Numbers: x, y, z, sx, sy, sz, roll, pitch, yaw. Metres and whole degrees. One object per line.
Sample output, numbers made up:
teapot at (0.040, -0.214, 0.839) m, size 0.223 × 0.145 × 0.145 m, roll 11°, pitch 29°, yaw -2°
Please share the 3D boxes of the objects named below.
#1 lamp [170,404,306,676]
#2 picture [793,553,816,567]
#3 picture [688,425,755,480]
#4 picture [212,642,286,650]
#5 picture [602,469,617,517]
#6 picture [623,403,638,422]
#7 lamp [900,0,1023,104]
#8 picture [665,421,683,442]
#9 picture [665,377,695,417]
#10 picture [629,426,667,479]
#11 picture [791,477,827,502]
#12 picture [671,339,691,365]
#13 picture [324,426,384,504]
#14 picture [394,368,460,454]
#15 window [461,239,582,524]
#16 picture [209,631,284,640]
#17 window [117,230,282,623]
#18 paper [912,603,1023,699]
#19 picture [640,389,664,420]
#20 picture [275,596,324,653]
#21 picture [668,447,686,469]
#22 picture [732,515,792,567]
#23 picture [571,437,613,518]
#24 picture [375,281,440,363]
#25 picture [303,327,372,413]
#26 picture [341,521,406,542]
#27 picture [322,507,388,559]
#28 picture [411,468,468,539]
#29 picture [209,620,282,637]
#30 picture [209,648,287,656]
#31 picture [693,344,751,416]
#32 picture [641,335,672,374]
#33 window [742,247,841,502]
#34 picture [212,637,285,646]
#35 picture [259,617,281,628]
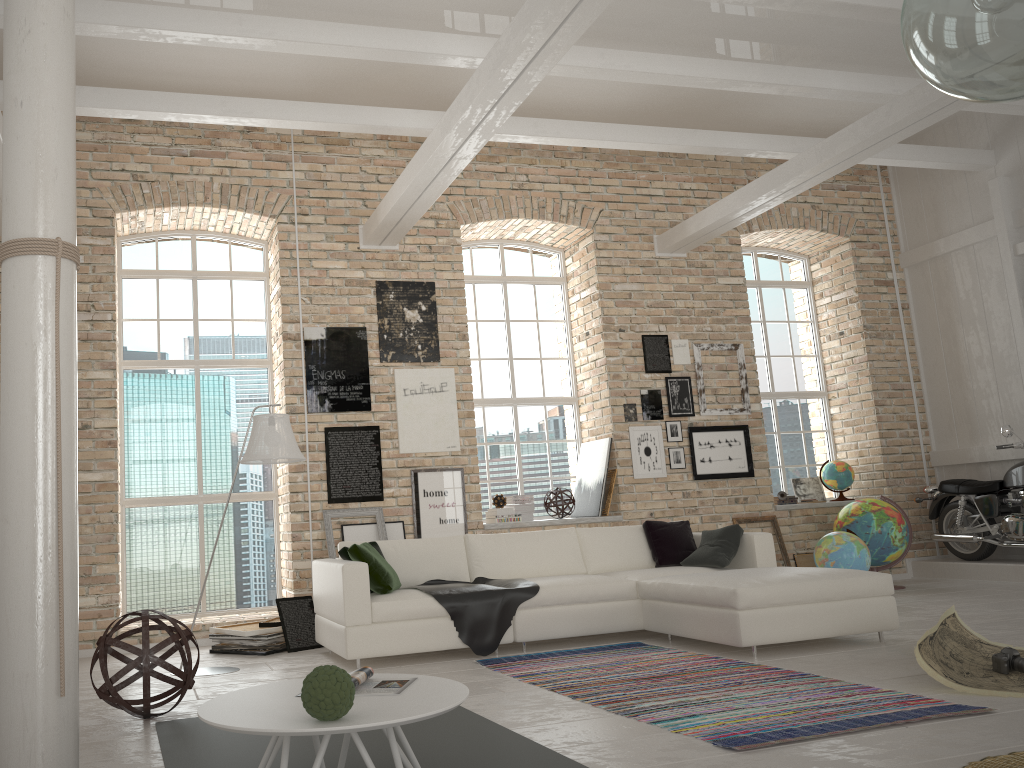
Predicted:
lamp at (-1.869, 1.043, 6.114) m, size 1.039 × 1.779 × 0.433 m, roll -7°, pitch -9°, yaw 16°
picture at (3.011, 1.895, 9.042) m, size 0.258 × 0.351 × 0.099 m, roll -2°, pitch -10°, yaw -17°
picture at (2.114, 0.690, 9.021) m, size 0.687 × 0.536 × 0.032 m, roll -1°, pitch -10°, yaw -16°
picture at (-1.930, 2.034, 7.096) m, size 0.611 × 0.048 × 0.751 m, roll -6°, pitch -9°, yaw 15°
picture at (0.901, 1.078, 8.766) m, size 0.166 × 0.461 × 0.377 m, roll -1°, pitch -9°, yaw -23°
picture at (1.173, 0.283, 8.828) m, size 0.130 × 0.179 × 0.009 m, roll -3°, pitch -9°, yaw -11°
lamp at (1.278, -1.526, 2.453) m, size 0.498 × 1.602 × 0.505 m, roll -4°, pitch -9°, yaw -6°
picture at (1.622, 0.476, 8.925) m, size 0.169 × 0.213 × 0.012 m, roll -2°, pitch -10°, yaw -17°
picture at (1.698, 0.129, 9.002) m, size 0.281 × 0.410 × 0.010 m, roll -2°, pitch -10°, yaw -17°
picture at (1.342, 0.671, 8.802) m, size 0.352 × 0.515 × 0.014 m, roll -2°, pitch -10°, yaw -17°
picture at (3.332, 1.198, 10.007) m, size 0.378 × 0.293 × 0.070 m, roll -1°, pitch -10°, yaw -17°
picture at (1.725, -0.327, 9.102) m, size 0.187 × 0.259 × 0.012 m, roll -2°, pitch -10°, yaw -17°
picture at (-1.421, 0.722, 8.007) m, size 0.492 × 0.682 × 0.067 m, roll -2°, pitch -10°, yaw -17°
picture at (-0.787, 0.243, 8.259) m, size 0.568 × 0.786 × 0.038 m, roll -2°, pitch -10°, yaw -17°
window at (2.242, -0.994, 3.965) m, size 1.370 × 2.995 × 11.888 m, roll -1°, pitch -9°, yaw -23°
picture at (-1.922, 1.956, 7.097) m, size 0.622 × 0.048 × 0.737 m, roll -8°, pitch -9°, yaw 27°
window at (-0.707, -0.611, 3.033) m, size 1.370 × 3.663 × 11.888 m, roll -1°, pitch -9°, yaw -23°
paper at (2.677, 1.264, 4.321) m, size 1.129 × 0.266 × 1.371 m, roll -9°, pitch -10°, yaw 34°
picture at (1.398, 0.208, 8.907) m, size 0.221 × 0.307 × 0.015 m, roll -2°, pitch -10°, yaw -17°
picture at (-1.630, 1.845, 6.859) m, size 0.308 × 0.405 × 0.204 m, roll 3°, pitch -12°, yaw -41°
picture at (1.645, 0.740, 8.883) m, size 0.169 × 0.213 × 0.012 m, roll -2°, pitch -10°, yaw -17°
picture at (2.513, 1.693, 8.848) m, size 0.487 × 0.749 × 0.230 m, roll -2°, pitch -10°, yaw -18°
picture at (0.797, 0.948, 8.930) m, size 0.235 × 0.765 × 0.611 m, roll -1°, pitch -9°, yaw -22°
picture at (-0.981, -0.584, 8.375) m, size 0.567 × 0.785 × 0.038 m, roll -2°, pitch -10°, yaw -17°
picture at (-1.586, -0.133, 8.101) m, size 0.569 × 0.787 × 0.038 m, roll -2°, pitch -10°, yaw -17°
picture at (-1.196, 1.505, 7.838) m, size 0.554 × 0.570 × 0.152 m, roll -1°, pitch -10°, yaw -17°
picture at (-1.342, 1.370, 7.748) m, size 0.524 × 0.583 × 0.294 m, roll -1°, pitch -9°, yaw -18°
picture at (-0.658, 1.149, 8.131) m, size 0.499 × 0.758 × 0.012 m, roll -2°, pitch -10°, yaw -17°
picture at (-1.914, 1.915, 7.077) m, size 0.731 × 0.048 × 0.626 m, roll 4°, pitch -11°, yaw -42°
picture at (-1.906, 2.065, 7.061) m, size 0.623 × 0.048 × 0.737 m, roll -8°, pitch -10°, yaw 30°
picture at (2.157, -0.049, 9.168) m, size 0.582 × 0.750 × 0.026 m, roll -2°, pitch -10°, yaw -16°
picture at (1.464, -0.303, 9.018) m, size 0.285 × 0.395 × 0.019 m, roll -2°, pitch -10°, yaw -17°
window at (5.191, -1.048, 4.836) m, size 1.370 × 2.995 × 11.888 m, roll -1°, pitch -9°, yaw -23°
picture at (-1.892, 1.993, 7.094) m, size 0.627 × 0.048 × 0.730 m, roll -10°, pitch -11°, yaw 39°
picture at (-1.822, 1.896, 7.135) m, size 0.296 × 0.048 × 0.377 m, roll -5°, pitch -8°, yaw 7°
